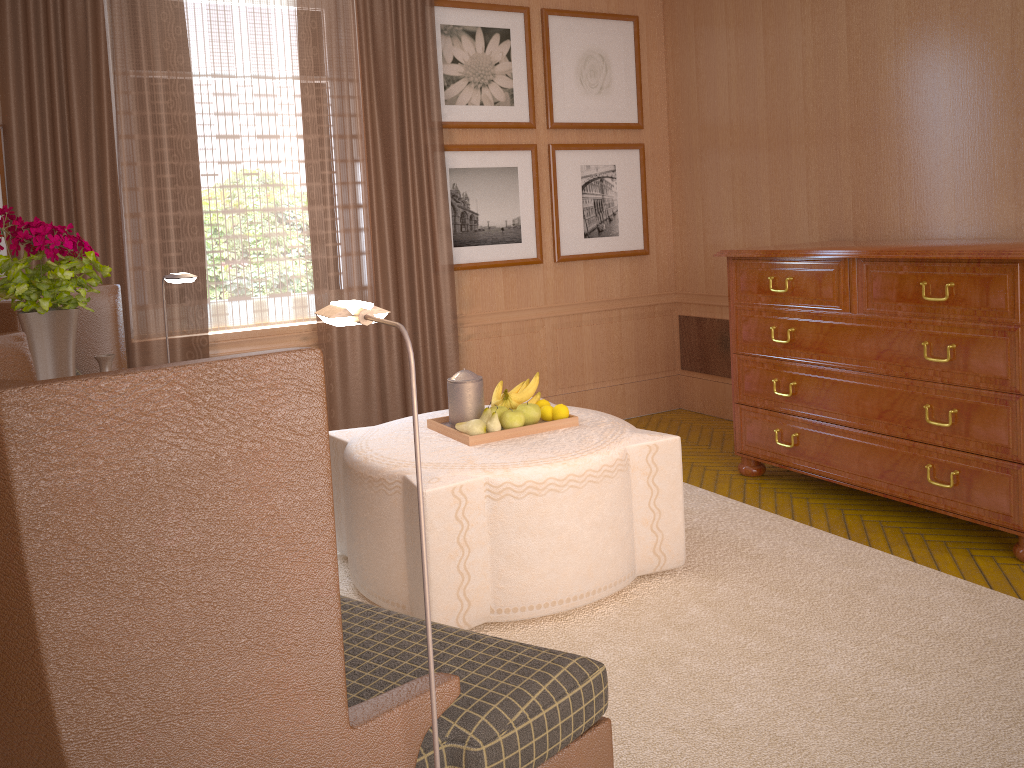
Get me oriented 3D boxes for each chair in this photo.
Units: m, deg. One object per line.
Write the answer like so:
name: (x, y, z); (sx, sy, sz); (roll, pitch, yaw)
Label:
chair: (-2.572, 0.382, 5.621); (1.721, 1.957, 1.932); (-4, 7, -4)
chair: (-0.958, 0.813, 2.775); (1.911, 1.958, 1.739); (2, 8, 36)

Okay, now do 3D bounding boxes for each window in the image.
window: (-2.519, -2.149, 8.123); (2.447, 3.353, 0.850); (-6, 5, -29)

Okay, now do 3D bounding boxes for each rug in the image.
rug: (-0.217, 1.501, 4.254); (6.031, 0.020, 8.017); (-9, 12, -28)

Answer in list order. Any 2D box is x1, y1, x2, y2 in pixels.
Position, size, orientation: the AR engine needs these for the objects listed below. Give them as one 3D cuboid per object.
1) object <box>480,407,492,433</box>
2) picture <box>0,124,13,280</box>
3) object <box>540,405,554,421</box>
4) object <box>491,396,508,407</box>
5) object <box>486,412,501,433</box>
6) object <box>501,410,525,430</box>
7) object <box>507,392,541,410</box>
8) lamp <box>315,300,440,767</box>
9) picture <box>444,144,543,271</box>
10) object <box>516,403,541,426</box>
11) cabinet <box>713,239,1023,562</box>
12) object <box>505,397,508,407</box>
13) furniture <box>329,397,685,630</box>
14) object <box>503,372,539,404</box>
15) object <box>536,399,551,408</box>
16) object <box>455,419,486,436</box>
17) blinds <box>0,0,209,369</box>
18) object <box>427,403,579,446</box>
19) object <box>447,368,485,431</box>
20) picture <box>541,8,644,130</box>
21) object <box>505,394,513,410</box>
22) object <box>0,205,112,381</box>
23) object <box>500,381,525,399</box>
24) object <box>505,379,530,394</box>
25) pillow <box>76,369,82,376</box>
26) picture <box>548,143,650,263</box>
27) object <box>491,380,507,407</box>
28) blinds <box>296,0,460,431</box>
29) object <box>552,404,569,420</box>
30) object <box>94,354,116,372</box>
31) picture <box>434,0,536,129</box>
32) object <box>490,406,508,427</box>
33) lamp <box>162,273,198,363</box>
object: (-0.169, 0.243, 5.637); (0.130, 0.195, 0.131); (-3, 6, 7)
picture: (-4.359, -1.325, 6.625); (1.055, 1.240, 0.048); (-7, 5, -29)
object: (0.242, 0.197, 5.876); (0.111, 0.109, 0.135); (-7, 8, -26)
object: (-0.106, 0.141, 6.012); (0.071, 0.184, 0.396); (-4, 9, -14)
object: (-0.117, 0.245, 5.531); (0.098, 0.147, 0.099); (-3, 6, 7)
object: (0.006, 0.236, 5.635); (0.156, 0.133, 0.160); (-7, 8, -25)
object: (0.100, 0.113, 5.991); (0.072, 0.171, 0.401); (0, 9, 37)
lamp: (-0.386, 0.786, 2.586); (0.629, 2.016, 0.569); (-1, 5, 32)
picture: (-0.257, -1.799, 8.918); (1.257, 1.239, 0.048); (-7, 5, -29)
object: (0.107, 0.202, 5.762); (0.169, 0.146, 0.175); (-1, 8, 17)
cabinet: (3.051, -0.090, 6.693); (1.424, 1.925, 2.786); (-6, 9, -29)
object: (-0.045, 0.134, 6.031); (0.062, 0.180, 0.399); (-3, 9, 0)
furniture: (-0.111, 0.742, 5.836); (1.963, 0.892, 1.963); (-9, 11, -31)
object: (0.088, 0.035, 5.997); (0.071, 0.167, 0.409); (0, 10, 37)
object: (0.212, 0.170, 6.029); (0.114, 0.132, 0.109); (-1, 7, 18)
object: (-0.252, 0.287, 5.494); (0.194, 0.127, 0.134); (-5, 7, -9)
blinds: (-3.245, -1.255, 7.130); (1.435, 4.764, 0.267); (-5, 4, -28)
object: (-0.068, 0.256, 5.848); (0.805, 0.059, 0.644); (-9, 12, -29)
object: (-0.302, 0.090, 5.798); (0.234, 0.389, 0.237); (0, 6, 28)
picture: (0.889, -3.384, 9.516); (1.257, 1.239, 0.048); (-7, 5, -29)
object: (0.048, 0.126, 6.014); (0.062, 0.198, 0.390); (-1, 9, 26)
object: (-2.134, -0.294, 4.096); (0.528, 1.081, 0.457); (-6, 5, -30)
object: (-0.005, 0.058, 6.060); (0.091, 0.127, 0.414); (-1, 10, 20)
object: (0.026, 0.080, 6.022); (0.065, 0.170, 0.381); (-1, 9, 27)
pillow: (-3.016, 0.252, 5.584); (0.538, 0.700, 1.087); (-4, 8, -4)
picture: (0.967, -1.992, 9.601); (1.257, 1.239, 0.048); (-7, 5, -29)
object: (-0.095, 0.088, 6.014); (0.104, 0.157, 0.380); (-4, 9, -5)
blinds: (-1.224, -1.580, 8.260); (1.455, 4.753, 0.267); (-6, 4, -30)
object: (0.322, 0.197, 5.822); (0.114, 0.132, 0.109); (-1, 7, 18)
object: (-1.932, 0.041, 4.209); (0.186, 0.355, 0.188); (-3, 5, 4)
picture: (-0.335, -3.191, 8.833); (1.257, 1.239, 0.048); (-7, 5, -29)
object: (-0.091, 0.215, 5.776); (0.156, 0.133, 0.160); (-7, 8, -25)
lamp: (-2.367, 0.193, 6.450); (0.629, 2.011, 0.569); (-1, 4, 23)
